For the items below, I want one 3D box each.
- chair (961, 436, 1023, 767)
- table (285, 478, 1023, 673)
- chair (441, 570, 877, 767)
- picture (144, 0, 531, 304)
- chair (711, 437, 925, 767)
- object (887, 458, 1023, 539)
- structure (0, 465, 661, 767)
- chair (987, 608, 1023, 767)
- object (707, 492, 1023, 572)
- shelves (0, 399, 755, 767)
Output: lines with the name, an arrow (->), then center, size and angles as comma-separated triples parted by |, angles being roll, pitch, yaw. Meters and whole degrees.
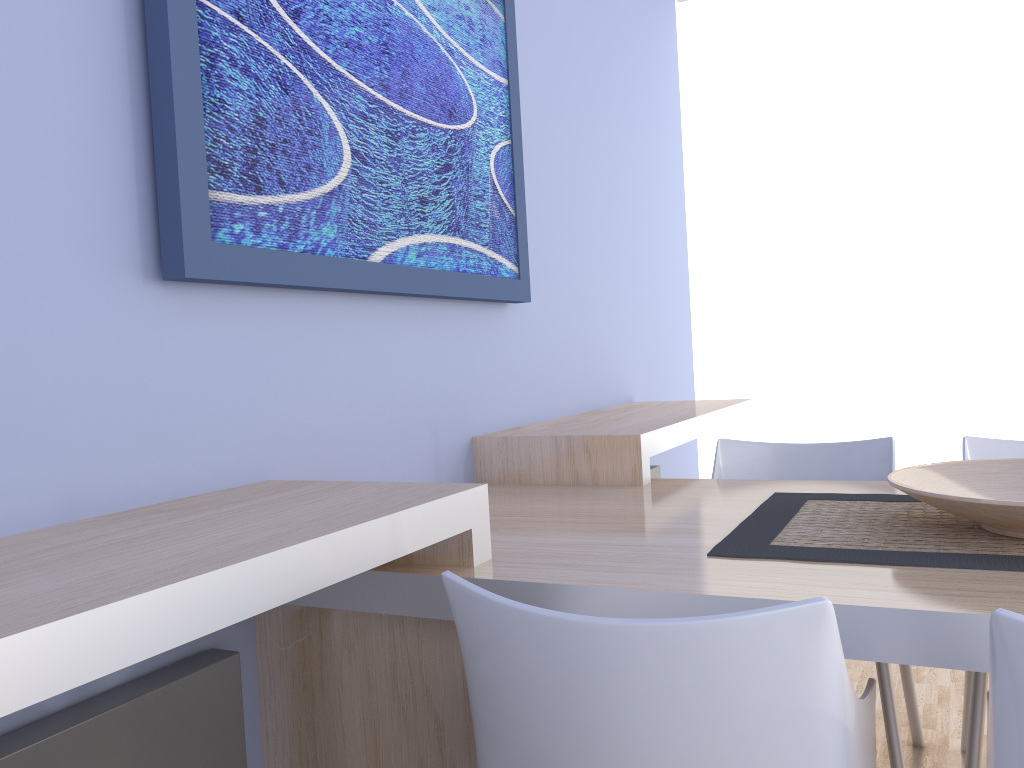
chair -> 1.220, 0.521, 1.885 | 0.510, 0.793, 0.486 | -2, 2, 28
table -> 0.792, 0.594, 1.461 | 2.340, 0.718, 1.002 | -2, 2, 27
chair -> 0.210, 0.600, 1.113 | 0.510, 0.793, 0.486 | -2, 2, 27
picture -> -0.275, -0.647, 1.940 | 0.049, 0.901, 1.252 | -2, 2, 27
chair -> 0.696, 0.542, 2.151 | 0.510, 0.793, 0.486 | -2, 2, 27
object -> 0.865, 0.188, 1.407 | 0.493, 0.081, 0.493 | -5, 2, -45
structure -> -0.298, 0.670, 1.786 | 0.064, 0.503, 3.843 | -2, 2, 27
chair -> 0.722, 0.579, 0.854 | 0.510, 0.793, 0.486 | -2, 2, 27
object -> 0.871, 0.230, 1.410 | 0.986, 0.005, 0.594 | -2, 2, 26
shelves -> -0.172, 0.582, 1.643 | 0.463, 0.840, 3.901 | -2, 2, 27
